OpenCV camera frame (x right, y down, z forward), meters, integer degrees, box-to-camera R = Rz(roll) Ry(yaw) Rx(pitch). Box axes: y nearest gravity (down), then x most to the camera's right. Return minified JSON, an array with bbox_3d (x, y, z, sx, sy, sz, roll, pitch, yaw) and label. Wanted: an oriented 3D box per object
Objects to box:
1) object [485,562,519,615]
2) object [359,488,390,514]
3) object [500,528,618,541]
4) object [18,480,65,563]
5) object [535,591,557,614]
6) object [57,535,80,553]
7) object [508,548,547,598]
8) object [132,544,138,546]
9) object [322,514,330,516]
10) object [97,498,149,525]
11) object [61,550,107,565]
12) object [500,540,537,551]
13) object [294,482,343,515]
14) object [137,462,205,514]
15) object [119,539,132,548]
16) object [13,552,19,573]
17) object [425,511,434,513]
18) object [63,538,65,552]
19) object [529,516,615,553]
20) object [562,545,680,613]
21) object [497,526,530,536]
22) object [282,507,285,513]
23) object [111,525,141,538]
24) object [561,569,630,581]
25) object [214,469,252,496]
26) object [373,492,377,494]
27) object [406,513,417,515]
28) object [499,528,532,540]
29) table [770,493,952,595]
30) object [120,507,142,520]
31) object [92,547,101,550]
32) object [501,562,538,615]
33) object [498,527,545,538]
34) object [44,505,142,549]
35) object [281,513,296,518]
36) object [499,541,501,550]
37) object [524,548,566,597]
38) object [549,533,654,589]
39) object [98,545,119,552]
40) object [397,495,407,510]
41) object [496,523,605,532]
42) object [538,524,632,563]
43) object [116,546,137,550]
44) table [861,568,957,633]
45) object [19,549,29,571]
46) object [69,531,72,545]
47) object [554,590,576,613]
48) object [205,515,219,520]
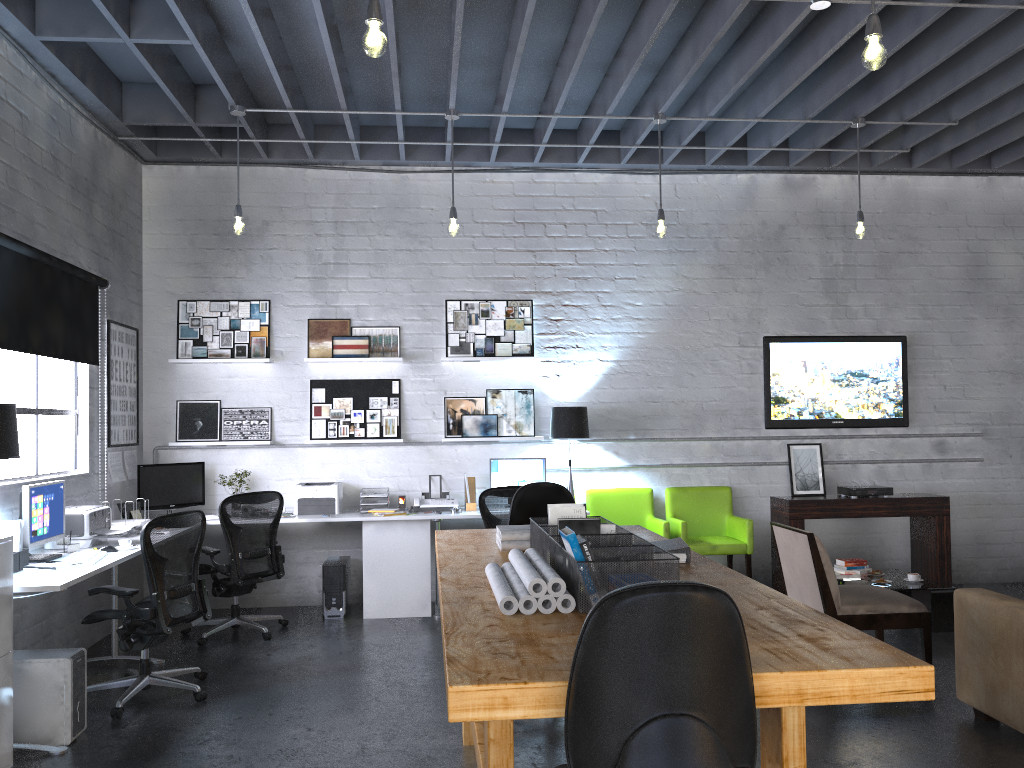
[{"bbox_3d":[-0.040,0.669,2.937,0.057,0.058,0.635,-1,-2,-6],"label":"object"},{"bbox_3d":[-1.117,0.949,7.234,0.229,0.180,0.316,-1,-2,-6],"label":"object"},{"bbox_3d":[0.208,0.663,3.905,0.519,0.047,0.046,0,-2,-8],"label":"object"},{"bbox_3d":[-2.592,0.746,4.810,0.212,0.417,0.465,-1,-2,-6],"label":"object"},{"bbox_3d":[0.074,0.668,2.948,0.057,0.058,0.635,-1,-2,-6],"label":"object"},{"bbox_3d":[-2.554,0.922,5.105,0.082,0.090,0.090,-1,-2,19],"label":"object"},{"bbox_3d":[0.045,0.620,2.947,0.057,0.057,0.635,-1,-2,-6],"label":"object"},{"bbox_3d":[-2.210,0.957,5.261,0.025,0.021,0.119,-2,-3,21],"label":"object"},{"bbox_3d":[-1.440,1.021,6.897,0.075,0.016,0.017,-2,-2,19],"label":"object"},{"bbox_3d":[-2.708,0.913,6.178,0.324,0.208,0.233,-1,-2,-6],"label":"object"},{"bbox_3d":[-2.316,0.936,4.794,0.181,0.028,0.422,0,-3,-16],"label":"object"},{"bbox_3d":[0.210,0.703,3.889,0.519,0.047,0.047,-1,-2,-6],"label":"object"},{"bbox_3d":[-1.565,0.926,7.197,0.351,0.235,0.351,-1,-2,-6],"label":"object"},{"bbox_3d":[-2.675,0.835,6.948,0.147,0.427,0.560,-2,-2,31],"label":"object"},{"bbox_3d":[-2.259,0.935,5.187,0.078,0.049,0.062,1,-3,-35],"label":"object"},{"bbox_3d":[-2.564,0.832,4.372,0.209,0.207,0.104,-1,-2,-5],"label":"object"},{"bbox_3d":[-0.663,1.016,7.027,0.011,0.011,0.125,-2,-3,33],"label":"object"},{"bbox_3d":[-2.566,0.903,5.078,0.006,0.124,0.014,0,-2,-40],"label":"object"},{"bbox_3d":[0.247,0.649,3.708,0.316,0.156,0.306,-1,-2,-6],"label":"object"},{"bbox_3d":[0.336,0.609,2.789,0.316,0.156,0.306,-1,-2,-6],"label":"object"},{"bbox_3d":[0.193,0.670,4.052,0.519,0.047,0.046,-1,-2,-6],"label":"object"},{"bbox_3d":[-1.894,1.022,7.200,0.105,0.052,0.023,-1,-2,-6],"label":"object"},{"bbox_3d":[-2.680,0.968,5.837,0.392,0.064,0.259,-1,-2,-6],"label":"object"},{"bbox_3d":[0.302,0.656,3.092,0.234,0.022,0.185,0,-3,-13],"label":"object"},{"bbox_3d":[-2.240,0.870,7.166,0.271,0.362,0.297,-2,-2,39],"label":"object"},{"bbox_3d":[-1.122,0.893,7.254,0.011,0.010,0.126,-1,-2,4],"label":"object"},{"bbox_3d":[-0.786,1.019,6.946,0.008,0.007,0.141,-2,-3,29],"label":"object"},{"bbox_3d":[0.202,0.666,3.960,0.519,0.047,0.046,-1,-2,-6],"label":"object"},{"bbox_3d":[2.981,1.374,7.608,1.410,0.819,0.404,-1,-2,-6],"label":"table"},{"bbox_3d":[-2.787,0.960,6.505,0.155,0.141,0.088,-1,-2,9],"label":"object"},{"bbox_3d":[-2.399,0.959,5.160,0.076,0.016,0.017,0,-2,-16],"label":"object"},{"bbox_3d":[0.017,0.669,2.943,0.058,0.057,0.635,-1,-2,-6],"label":"object"},{"bbox_3d":[0.198,0.668,4.006,0.519,0.047,0.046,-1,-2,-6],"label":"object"},{"bbox_3d":[-2.541,0.866,5.426,0.485,0.230,0.420,-1,-2,-6],"label":"object"},{"bbox_3d":[-1.747,1.023,6.905,0.103,0.021,0.131,0,-3,-26],"label":"object"},{"bbox_3d":[0.205,0.705,3.935,0.519,0.047,0.047,-1,-2,-6],"label":"object"},{"bbox_3d":[0.102,0.619,2.953,0.057,0.057,0.635,-1,-2,-6],"label":"object"},{"bbox_3d":[0.306,0.622,3.096,0.316,0.156,0.306,-1,-2,-6],"label":"object"},{"bbox_3d":[-2.320,0.945,5.089,0.114,0.036,0.058,0,-2,-16],"label":"object"},{"bbox_3d":[-0.904,0.977,7.297,0.093,0.116,0.067,-1,-2,-6],"label":"object"},{"bbox_3d":[0.189,0.672,4.099,0.519,0.047,0.046,-1,-2,-6],"label":"object"},{"bbox_3d":[0.277,0.636,3.402,0.316,0.156,0.306,-1,-2,-6],"label":"object"},{"bbox_3d":[-2.265,0.958,5.182,0.119,0.016,0.119,-1,-3,12],"label":"object"},{"bbox_3d":[2.657,1.594,6.569,0.873,0.300,0.873,-1,-2,-2],"label":"table"},{"bbox_3d":[-2.578,0.837,4.487,0.209,0.207,0.104,-1,-2,-6],"label":"object"},{"bbox_3d":[-2.535,0.903,5.089,0.013,0.124,0.006,0,-2,-31],"label":"object"},{"bbox_3d":[0.131,0.668,2.954,0.058,0.057,0.635,-1,-2,-6],"label":"object"},{"bbox_3d":[-2.436,1.020,6.704,0.181,0.028,0.422,-3,-3,44],"label":"object"}]
